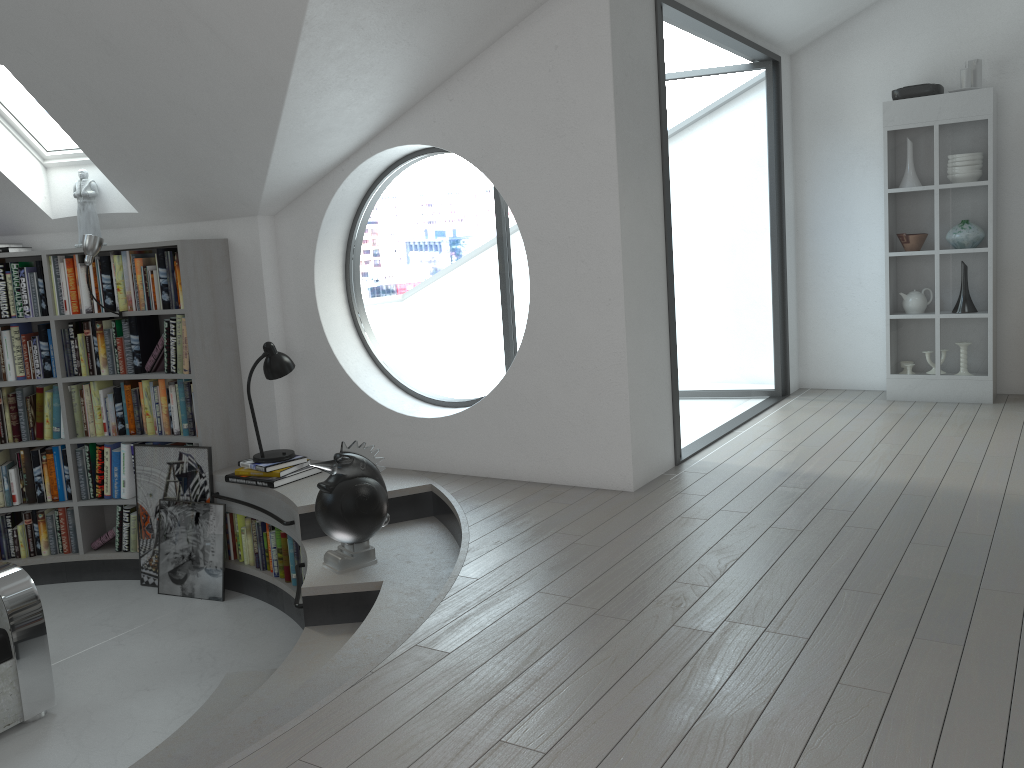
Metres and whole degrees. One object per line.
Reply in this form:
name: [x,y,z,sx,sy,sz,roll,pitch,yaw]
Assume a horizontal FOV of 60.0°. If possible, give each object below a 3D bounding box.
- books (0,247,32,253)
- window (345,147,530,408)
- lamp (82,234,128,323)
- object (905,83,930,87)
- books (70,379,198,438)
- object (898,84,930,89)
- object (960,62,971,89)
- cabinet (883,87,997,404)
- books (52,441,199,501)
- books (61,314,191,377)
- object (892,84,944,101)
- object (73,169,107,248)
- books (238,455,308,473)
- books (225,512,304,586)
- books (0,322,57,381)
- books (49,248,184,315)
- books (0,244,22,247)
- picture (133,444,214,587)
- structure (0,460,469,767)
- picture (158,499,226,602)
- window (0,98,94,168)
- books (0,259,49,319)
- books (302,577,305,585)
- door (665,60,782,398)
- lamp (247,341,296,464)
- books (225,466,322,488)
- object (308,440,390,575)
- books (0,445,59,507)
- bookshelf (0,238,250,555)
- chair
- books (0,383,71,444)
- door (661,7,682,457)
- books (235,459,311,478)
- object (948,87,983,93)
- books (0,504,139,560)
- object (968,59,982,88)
books: [-3.182,-0.809,5.427,0.336,0.036,0.318,-4,9,-5]
window: [-0.366,-0.597,5.034,1.471,1.465,0.104,1,8,33]
lamp: [-2.339,-0.605,5.136,0.112,0.523,0.276,-1,8,23]
object: [2.687,-1.908,5.868,0.170,0.119,0.171,1,9,33]
books: [-2.229,0.135,5.445,1.020,0.346,0.276,-1,8,18]
object: [2.687,-1.899,5.869,0.238,0.119,0.239,2,10,32]
object: [2.900,-1.960,5.666,0.054,0.195,0.054,-8,8,-32]
cabinet: [2.863,-0.891,5.921,0.642,1.983,0.362,1,8,32]
books: [-2.275,0.516,5.496,1.183,0.357,0.305,-2,8,14]
books: [-2.262,-0.243,5.395,1.052,0.357,0.280,-1,8,18]
object: [2.688,-1.890,5.870,0.299,0.119,0.300,2,10,32]
object: [-2.564,-1.057,5.342,0.179,0.471,0.179,3,9,41]
books: [-1.343,0.437,4.977,0.286,0.031,0.270,4,12,42]
books: [-1.288,0.902,4.952,0.273,0.297,1.148,-11,11,-42]
books: [-3.008,-0.209,5.491,0.553,0.349,0.256,-5,8,-11]
books: [-2.297,-0.623,5.353,1.013,0.361,0.294,-1,8,15]
books: [-3.184,-0.837,5.424,0.247,0.027,0.234,-3,9,5]
picture: [-1.999,0.792,5.262,0.578,0.860,0.091,-1,8,23]
structure: [-2.469,1.168,3.532,4.711,0.691,4.725,-6,9,-12]
picture: [-1.862,0.962,5.148,0.489,0.553,0.107,0,8,23]
window: [-3.796,-1.375,3.972,1.932,0.711,4.070,2,10,32]
books: [-3.284,-0.564,5.366,0.970,0.366,0.307,-6,8,-14]
books: [-0.837,1.064,4.125,0.240,0.167,0.667,-6,9,-16]
door: [1.376,-1.066,6.433,1.051,2.338,0.080,-1,7,18]
lamp: [-1.341,0.092,4.962,0.323,0.658,0.234,-10,10,-41]
books: [-1.339,0.505,4.985,0.388,0.042,0.367,2,10,32]
object: [-0.719,0.531,3.975,0.320,0.560,0.321,-3,7,6]
books: [-3.226,0.575,5.496,0.872,0.349,0.273,-6,8,-16]
bookshelf: [-3.681,0.375,4.182,2.109,1.873,4.348,1,10,32]
chair: [-2.522,1.149,3.646,0.741,0.717,0.826,0,9,27]
books: [-3.166,0.191,5.462,0.974,0.351,0.252,-6,8,-15]
door: [0.382,-0.775,4.925,1.051,2.338,0.080,1,8,33]
books: [-1.341,0.469,4.981,0.304,0.034,0.287,0,9,23]
object: [2.951,-1.879,5.707,0.295,0.024,0.151,-9,10,-33]
books: [-2.918,0.915,5.553,1.497,0.310,0.361,-4,8,-5]
object: [2.990,-1.982,5.722,0.072,0.210,0.071,-8,8,-33]
